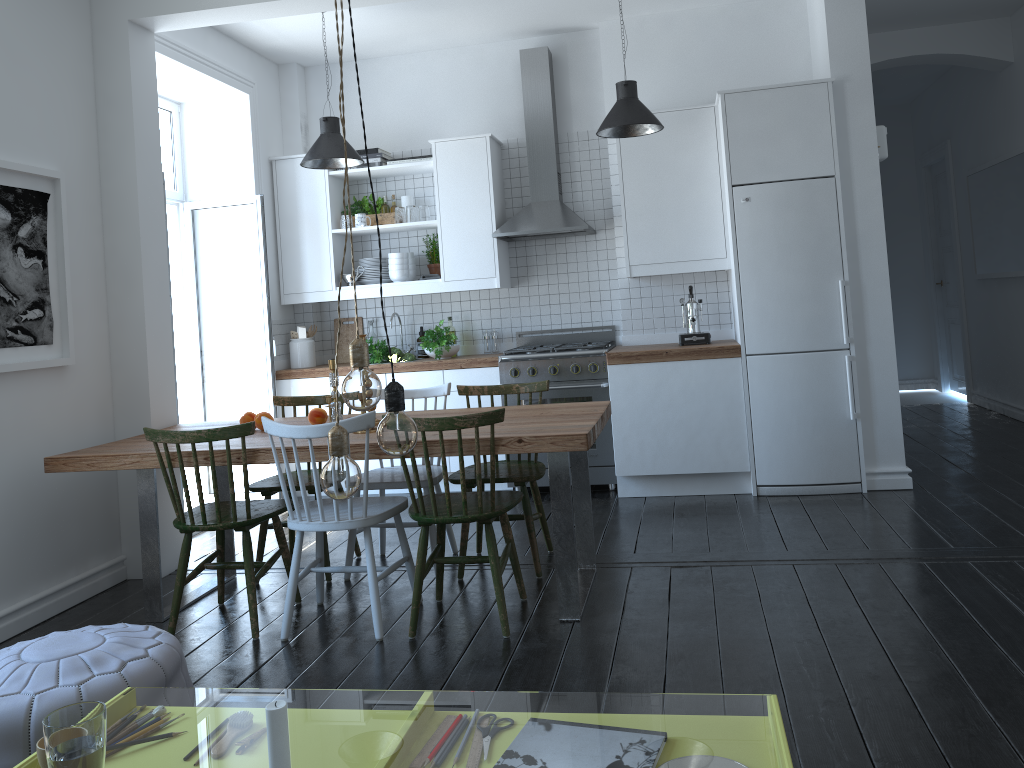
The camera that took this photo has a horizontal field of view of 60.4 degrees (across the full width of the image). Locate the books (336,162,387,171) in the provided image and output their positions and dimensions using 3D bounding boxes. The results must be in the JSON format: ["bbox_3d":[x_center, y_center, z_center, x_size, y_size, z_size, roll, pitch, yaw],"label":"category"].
[{"bbox_3d":[-1.045,-1.536,6.316,0.350,0.044,0.260,-3,5,13],"label":"books"}]

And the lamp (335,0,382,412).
[{"bbox_3d":[-0.329,-0.698,1.648,0.074,1.502,0.074,-3,-2,-32],"label":"lamp"}]

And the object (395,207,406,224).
[{"bbox_3d":[-0.774,-1.166,6.110,0.086,0.120,0.086,-4,0,34],"label":"object"}]

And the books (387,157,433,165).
[{"bbox_3d":[-0.684,-1.553,6.241,0.349,0.038,0.262,-3,5,10],"label":"books"}]

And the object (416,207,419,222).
[{"bbox_3d":[-0.678,-1.178,6.167,0.086,0.120,0.086,-4,0,-20],"label":"object"}]

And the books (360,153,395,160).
[{"bbox_3d":[-1.049,-1.605,6.320,0.350,0.031,0.289,-3,5,11],"label":"books"}]

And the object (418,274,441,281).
[{"bbox_3d":[-0.560,-0.741,6.139,0.245,0.042,0.277,-4,5,4],"label":"object"}]

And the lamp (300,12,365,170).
[{"bbox_3d":[-2.188,-0.983,5.605,2.696,2.519,0.491,-4,-2,11],"label":"lamp"}]

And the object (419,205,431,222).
[{"bbox_3d":[-0.608,-1.179,6.116,0.086,0.120,0.086,-4,0,-20],"label":"object"}]

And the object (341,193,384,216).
[{"bbox_3d":[-1.079,-1.244,6.364,0.347,0.255,0.163,-4,0,1],"label":"object"}]

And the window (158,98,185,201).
[{"bbox_3d":[-2.352,-1.514,5.413,0.105,0.657,1.184,-5,3,12],"label":"window"}]

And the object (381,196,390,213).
[{"bbox_3d":[-0.905,-1.238,6.315,0.060,0.225,0.060,-4,-2,-6],"label":"object"}]

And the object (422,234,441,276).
[{"bbox_3d":[-0.536,-0.916,6.274,0.171,0.367,0.164,-3,-1,-42],"label":"object"}]

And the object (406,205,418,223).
[{"bbox_3d":[-0.694,-1.169,6.078,0.086,0.120,0.086,-4,0,34],"label":"object"}]

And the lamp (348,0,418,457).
[{"bbox_3d":[-0.261,-0.619,1.622,0.074,1.502,0.086,-3,-2,-27],"label":"lamp"}]

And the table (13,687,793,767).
[{"bbox_3d":[-0.217,0.868,1.534,1.398,0.400,0.602,-3,3,11],"label":"table"}]

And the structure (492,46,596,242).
[{"bbox_3d":[0.182,-1.655,5.977,0.632,1.309,0.528,-4,-1,11],"label":"structure"}]

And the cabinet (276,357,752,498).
[{"bbox_3d":[-0.048,0.280,5.882,3.174,0.817,0.731,-3,1,19],"label":"cabinet"}]

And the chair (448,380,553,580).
[{"bbox_3d":[-0.047,0.423,4.127,0.467,0.830,0.486,-4,0,10],"label":"chair"}]

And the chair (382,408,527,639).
[{"bbox_3d":[-0.193,0.495,3.397,0.467,0.829,0.486,-4,0,10],"label":"chair"}]

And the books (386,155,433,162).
[{"bbox_3d":[-0.685,-1.581,6.251,0.340,0.016,0.276,-3,5,13],"label":"books"}]

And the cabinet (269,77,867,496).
[{"bbox_3d":[0.201,-0.513,5.820,3.781,2.380,0.779,-3,-1,15],"label":"cabinet"}]

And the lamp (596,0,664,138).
[{"bbox_3d":[0.634,-1.901,5.010,0.384,0.942,0.386,-5,-1,20],"label":"lamp"}]

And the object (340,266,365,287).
[{"bbox_3d":[-1.114,-0.749,6.145,0.209,0.135,0.102,-3,1,23],"label":"object"}]

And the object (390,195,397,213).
[{"bbox_3d":[-0.847,-1.249,6.349,0.056,0.234,0.056,-5,-2,14],"label":"object"}]

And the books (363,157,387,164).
[{"bbox_3d":[-1.060,-1.572,6.310,0.328,0.031,0.260,-3,5,9],"label":"books"}]

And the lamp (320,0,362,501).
[{"bbox_3d":[-0.357,-0.540,1.625,0.074,1.502,0.089,-6,-2,35],"label":"lamp"}]

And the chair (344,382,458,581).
[{"bbox_3d":[-0.526,0.441,4.238,0.465,0.845,0.510,-4,0,11],"label":"chair"}]

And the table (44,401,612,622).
[{"bbox_3d":[-0.695,0.548,3.854,2.223,0.718,1.021,-3,3,11],"label":"table"}]

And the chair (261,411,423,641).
[{"bbox_3d":[-0.672,0.518,3.453,0.465,0.845,0.510,-4,0,11],"label":"chair"}]

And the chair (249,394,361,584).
[{"bbox_3d":[-1.003,0.479,4.294,0.467,0.829,0.486,-4,0,10],"label":"chair"}]

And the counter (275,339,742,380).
[{"bbox_3d":[-0.098,-0.147,5.841,3.093,0.074,0.850,-3,5,11],"label":"counter"}]

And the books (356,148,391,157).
[{"bbox_3d":[-1.065,-1.638,6.320,0.324,0.038,0.260,-3,5,13],"label":"books"}]

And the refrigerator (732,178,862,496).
[{"bbox_3d":[1.696,-0.297,5.361,0.575,1.807,0.681,-4,-1,11],"label":"refrigerator"}]

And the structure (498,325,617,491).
[{"bbox_3d":[0.339,0.155,5.813,0.699,1.022,0.723,-4,0,11],"label":"structure"}]

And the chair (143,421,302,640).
[{"bbox_3d":[-1.149,0.551,3.563,0.467,0.830,0.486,-4,0,10],"label":"chair"}]

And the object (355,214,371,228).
[{"bbox_3d":[-1.048,-1.142,6.180,0.108,0.100,0.083,-4,1,0],"label":"object"}]

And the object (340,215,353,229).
[{"bbox_3d":[-1.166,-1.137,6.219,0.083,0.100,0.108,-4,2,-19],"label":"object"}]
